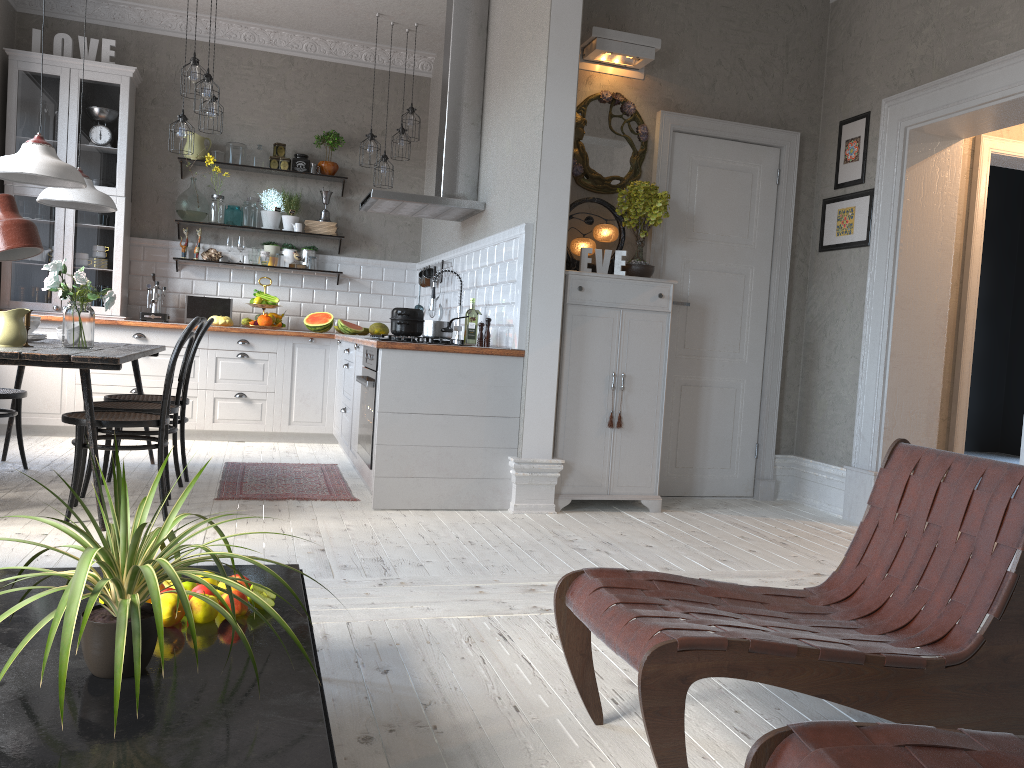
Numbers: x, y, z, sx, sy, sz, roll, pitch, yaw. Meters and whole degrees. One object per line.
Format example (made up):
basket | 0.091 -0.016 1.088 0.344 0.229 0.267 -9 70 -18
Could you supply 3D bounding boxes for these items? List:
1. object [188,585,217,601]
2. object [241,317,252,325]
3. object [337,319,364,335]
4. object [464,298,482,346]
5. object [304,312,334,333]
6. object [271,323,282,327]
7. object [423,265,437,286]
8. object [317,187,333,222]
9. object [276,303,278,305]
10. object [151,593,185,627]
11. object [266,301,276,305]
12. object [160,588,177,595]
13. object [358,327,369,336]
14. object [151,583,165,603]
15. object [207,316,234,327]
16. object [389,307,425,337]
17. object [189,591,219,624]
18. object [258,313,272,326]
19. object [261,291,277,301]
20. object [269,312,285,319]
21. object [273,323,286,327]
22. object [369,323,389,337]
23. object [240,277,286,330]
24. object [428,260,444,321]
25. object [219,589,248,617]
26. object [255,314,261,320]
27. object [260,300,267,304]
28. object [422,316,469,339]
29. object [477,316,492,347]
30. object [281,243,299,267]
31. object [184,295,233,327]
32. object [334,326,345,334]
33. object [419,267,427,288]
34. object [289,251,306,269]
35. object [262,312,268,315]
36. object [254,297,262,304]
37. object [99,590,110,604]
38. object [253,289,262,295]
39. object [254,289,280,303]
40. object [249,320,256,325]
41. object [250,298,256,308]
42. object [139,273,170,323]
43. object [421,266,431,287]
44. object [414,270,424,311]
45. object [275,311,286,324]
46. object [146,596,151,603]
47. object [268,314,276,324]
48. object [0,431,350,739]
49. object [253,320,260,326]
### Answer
object | -0.651 0.451 1.864 0.057 0.058 0.057 2 3 -26
object | -2.128 -0.500 7.154 0.076 0.072 0.153 4 3 13
object | -1.298 -0.458 7.176 0.229 0.127 0.145 2 3 -35
object | -0.229 -0.369 5.270 0.090 0.282 0.081 3 3 -17
object | -1.558 -0.498 7.141 0.235 0.174 0.218 4 3 4
object | -1.903 -0.473 7.149 0.088 0.051 0.069 5 3 30
object | -0.621 -0.826 6.752 0.108 0.161 0.137 4 3 0
object | -1.568 -1.501 7.451 0.133 0.287 0.128 2 3 -32
object | -1.921 -0.642 7.201 0.052 0.050 0.049 3 3 -8
object | -0.686 0.450 1.763 0.071 0.066 0.070 4 3 -2
object | -1.953 -0.640 7.159 0.077 0.062 0.098 1 4 -44
object | -0.710 0.450 1.828 0.059 0.056 0.059 2 3 -30
object | -1.252 -0.438 7.374 0.118 0.073 0.204 6 4 36
object | -0.760 0.444 1.869 0.058 0.058 0.057 2 3 -34
object | -2.276 -0.491 6.913 0.199 0.083 0.187 3 3 -17
object | -0.556 -0.328 4.701 0.194 0.147 0.189 2 4 -38
object | -0.628 0.453 1.805 0.061 0.063 0.063 5 3 14
object | -1.968 -0.508 7.056 0.109 0.110 0.115 6 4 40
object | -1.972 -0.701 7.214 0.180 0.096 0.088 4 3 2
object | -1.923 -0.553 7.221 0.129 0.056 0.058 2 3 -25
object | -1.951 -0.492 7.259 0.214 0.044 0.054 5 3 20
object | -1.106 -0.451 7.369 0.129 0.119 0.208 6 3 36
object | -2.004 -0.655 7.163 0.359 0.425 0.345 2 3 -32
object | -0.552 -0.670 6.401 0.082 0.443 0.325 3 3 -16
object | -0.580 0.457 1.846 0.057 0.058 0.056 4 3 7
object | -2.044 -0.533 7.234 0.078 0.076 0.155 4 3 10
object | -1.997 -0.642 7.110 0.064 0.061 0.066 3 3 -17
object | -0.359 -0.322 5.002 0.300 0.134 0.177 5 3 17
object | -0.149 -0.281 4.750 0.074 0.166 0.035 3 3 -18
object | -1.868 -1.074 7.425 0.172 0.214 0.148 4 3 12
object | -2.420 -0.580 7.071 0.356 0.226 0.087 3 3 -18
object | -1.393 -0.447 7.428 0.200 0.067 0.102 3 3 -11
object | -0.682 -0.843 6.997 0.109 0.161 0.136 4 3 -5
object | -1.775 -1.031 7.367 0.098 0.147 0.121 6 4 41
object | -2.011 -0.541 7.237 0.086 0.093 0.085 3 3 -21
object | -2.031 -0.665 7.081 0.059 0.069 0.079 4 3 3
object | -0.829 0.442 1.845 0.058 0.055 0.070 6 4 40
object | -2.043 -0.733 7.123 0.074 0.058 0.050 1 4 -40
object | -1.980 -0.708 7.140 0.212 0.101 0.066 3 3 -12
object | -2.080 -0.493 7.133 0.084 0.057 0.089 5 3 15
object | -2.067 -0.655 7.148 0.097 0.078 0.099 2 3 -30
object | -2.766 -0.665 6.863 0.208 0.370 0.349 3 3 -17
object | -0.647 -0.834 6.875 0.109 0.161 0.135 3 3 -15
object | -0.754 -0.752 7.250 0.078 0.378 0.081 3 3 -17
object | -1.895 -0.544 7.222 0.061 0.120 0.126 4 3 7
object | -0.770 0.442 1.798 0.068 0.066 0.070 3 3 -12
object | -1.949 -0.522 7.139 0.088 0.078 0.088 4 3 9
object | -0.645 0.294 1.543 0.732 0.420 0.663 4 3 1
object | -2.070 -0.484 7.152 0.071 0.076 0.224 2 3 -35
